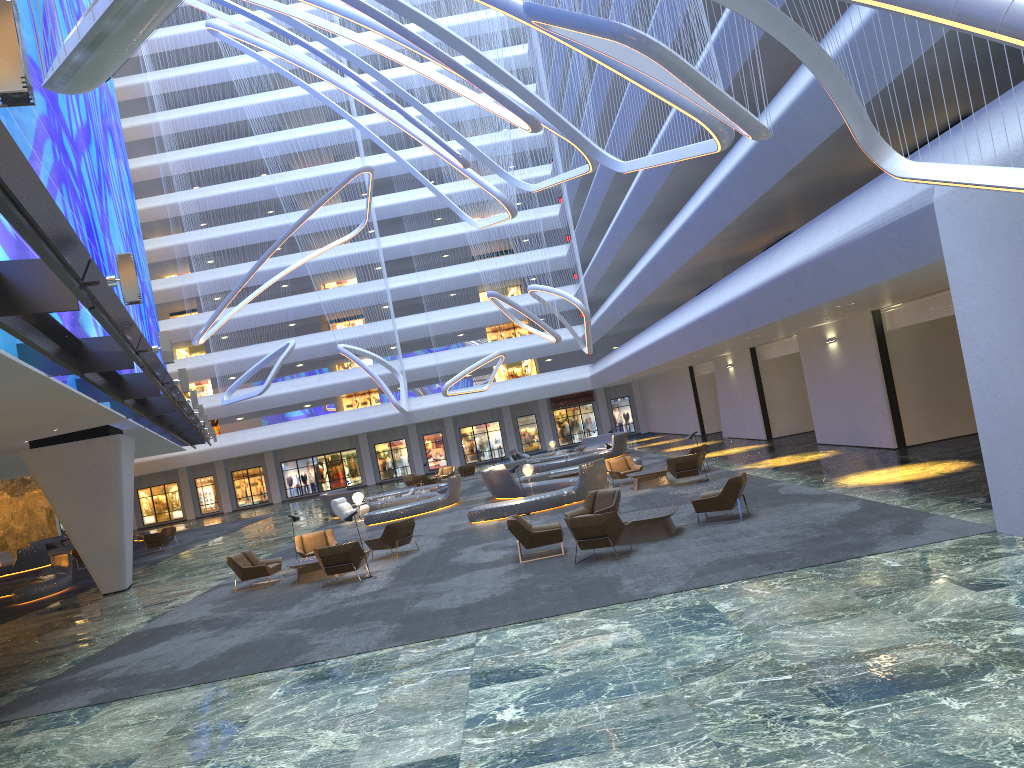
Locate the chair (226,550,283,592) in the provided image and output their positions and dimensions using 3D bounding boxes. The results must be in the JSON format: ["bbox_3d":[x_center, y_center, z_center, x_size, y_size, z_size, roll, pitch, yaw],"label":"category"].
[{"bbox_3d":[-5.425,3.903,18.753,0.939,0.766,0.929,-11,-2,8],"label":"chair"}]

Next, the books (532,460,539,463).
[{"bbox_3d":[1.111,3.531,40.477,0.396,0.039,0.301,-11,-2,13],"label":"books"}]

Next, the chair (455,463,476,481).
[{"bbox_3d":[-2.204,4.309,43.163,0.927,0.766,0.941,-10,-2,-22],"label":"chair"}]

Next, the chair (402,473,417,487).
[{"bbox_3d":[-4.909,4.867,44.220,0.942,0.766,0.927,-12,-2,43],"label":"chair"}]

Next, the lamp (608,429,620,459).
[{"bbox_3d":[4.393,2.572,38.205,0.201,1.300,0.385,-10,-1,-41],"label":"lamp"}]

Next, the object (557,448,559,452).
[{"bbox_3d":[2.359,3.360,44.972,0.130,0.252,0.103,-11,-1,-18],"label":"object"}]

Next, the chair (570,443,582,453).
[{"bbox_3d":[3.426,3.251,43.495,0.941,0.766,0.927,-12,-2,33],"label":"chair"}]

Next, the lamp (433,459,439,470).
[{"bbox_3d":[-3.764,4.399,44.782,0.383,1.300,0.202,-10,-1,-39],"label":"lamp"}]

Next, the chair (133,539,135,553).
[{"bbox_3d":[-15.989,6.650,36.401,0.927,0.766,0.941,-10,-2,-27],"label":"chair"}]

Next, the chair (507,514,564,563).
[{"bbox_3d":[0.438,2.656,15.615,0.939,0.766,0.930,-11,-2,1],"label":"chair"}]

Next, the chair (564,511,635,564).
[{"bbox_3d":[1.415,2.412,14.215,0.932,0.766,0.937,-12,-2,26],"label":"chair"}]

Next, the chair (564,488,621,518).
[{"bbox_3d":[1.636,2.493,17.157,0.936,0.766,0.932,-10,-2,-39],"label":"chair"}]

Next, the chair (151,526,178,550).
[{"bbox_3d":[-14.302,6.328,36.368,0.932,0.766,0.936,-12,-2,38],"label":"chair"}]

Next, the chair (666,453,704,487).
[{"bbox_3d":[4.447,2.189,22.712,0.930,0.766,0.939,-11,-2,5],"label":"chair"}]

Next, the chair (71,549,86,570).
[{"bbox_3d":[-16.133,6.560,33.581,0.936,0.766,0.932,-10,-2,-30],"label":"chair"}]

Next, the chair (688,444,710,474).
[{"bbox_3d":[5.071,2.173,25.168,0.941,0.766,0.927,-12,-2,33],"label":"chair"}]

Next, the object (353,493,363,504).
[{"bbox_3d":[-5.328,3.951,30.698,0.366,0.387,0.319,-10,-1,-19],"label":"object"}]

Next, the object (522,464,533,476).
[{"bbox_3d":[0.514,2.738,28.282,0.367,0.387,0.318,-11,-1,6],"label":"object"}]

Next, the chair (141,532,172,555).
[{"bbox_3d":[-13.799,6.153,34.472,0.929,0.766,0.939,-11,-2,-2],"label":"chair"}]

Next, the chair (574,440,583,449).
[{"bbox_3d":[3.823,3.272,45.815,0.936,0.766,0.932,-9,-2,-41],"label":"chair"}]

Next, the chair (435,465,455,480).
[{"bbox_3d":[-3.310,4.586,44.772,0.931,0.766,0.937,-11,-2,18],"label":"chair"}]

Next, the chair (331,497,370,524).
[{"bbox_3d":[-5.722,4.432,31.474,1.159,0.882,0.728,-11,-1,19],"label":"chair"}]

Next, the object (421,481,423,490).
[{"bbox_3d":[-3.636,4.058,35.530,0.066,0.355,0.077,-10,-1,-34],"label":"object"}]

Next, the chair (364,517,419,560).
[{"bbox_3d":[-2.614,3.398,19.475,0.941,0.766,0.927,-12,-2,33],"label":"chair"}]

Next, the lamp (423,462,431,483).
[{"bbox_3d":[-3.911,4.281,41.281,0.201,1.300,0.385,-10,-1,-38],"label":"lamp"}]

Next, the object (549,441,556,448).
[{"bbox_3d":[2.179,3.235,47.594,0.366,0.387,0.319,-10,-1,-19],"label":"object"}]

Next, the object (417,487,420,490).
[{"bbox_3d":[-3.734,4.193,35.438,0.071,0.118,0.151,-11,-2,9],"label":"object"}]

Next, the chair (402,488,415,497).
[{"bbox_3d":[-4.614,4.583,35.526,1.779,0.501,0.587,-9,-2,-37],"label":"chair"}]

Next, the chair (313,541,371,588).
[{"bbox_3d":[-3.238,3.415,17.019,0.930,0.766,0.939,-11,-2,5],"label":"chair"}]

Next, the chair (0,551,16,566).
[{"bbox_3d":[-23.322,8.172,40.814,1.161,0.881,0.727,-12,-2,43],"label":"chair"}]

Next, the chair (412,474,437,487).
[{"bbox_3d":[-4.104,4.601,41.519,0.932,0.766,0.936,-12,-2,41],"label":"chair"}]

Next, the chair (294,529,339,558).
[{"bbox_3d":[-4.429,3.772,20.141,0.928,0.766,0.941,-10,-2,-17],"label":"chair"}]

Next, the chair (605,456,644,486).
[{"bbox_3d":[3.256,2.546,25.835,0.928,0.766,0.941,-10,-2,-17],"label":"chair"}]

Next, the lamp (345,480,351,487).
[{"bbox_3d":[-6.890,4.697,37.669,0.385,1.300,0.201,-11,-1,43],"label":"lamp"}]

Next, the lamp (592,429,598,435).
[{"bbox_3d":[4.082,2.800,42.251,0.384,1.300,0.202,-11,0,-1],"label":"lamp"}]

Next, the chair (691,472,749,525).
[{"bbox_3d":[3.727,2.037,15.780,0.941,0.766,0.928,-11,-2,24],"label":"chair"}]
